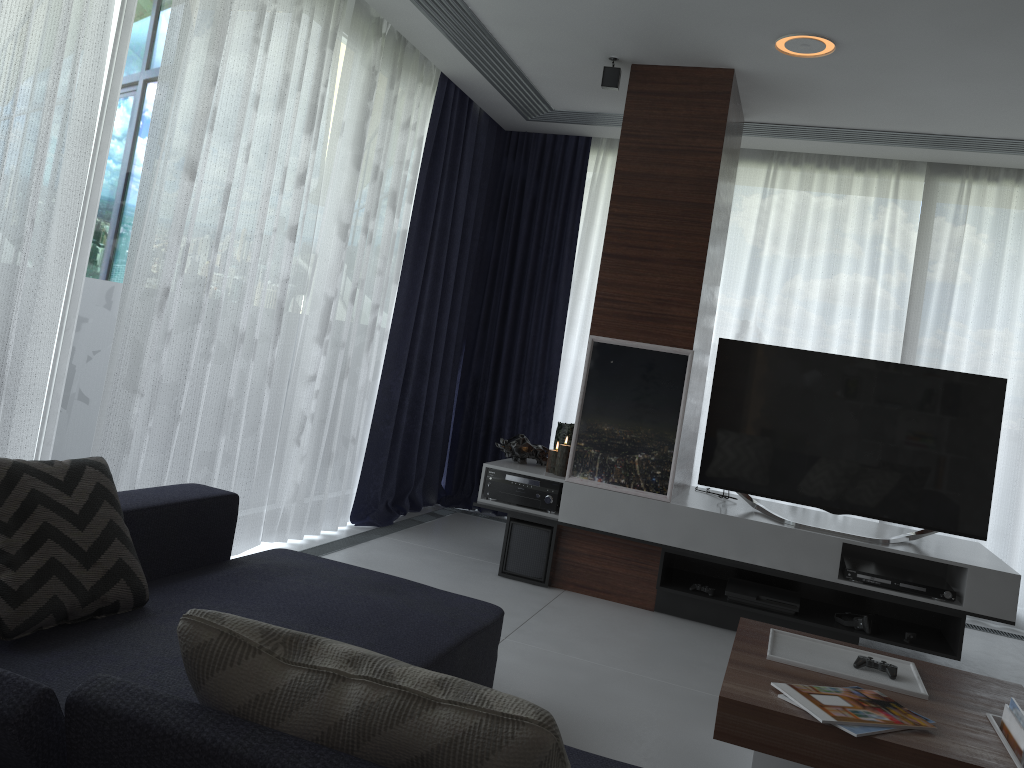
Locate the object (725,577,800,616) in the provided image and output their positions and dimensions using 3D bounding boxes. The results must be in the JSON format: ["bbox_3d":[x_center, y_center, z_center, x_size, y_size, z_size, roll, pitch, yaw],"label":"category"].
[{"bbox_3d":[1.132,0.952,3.987,0.315,0.067,0.312,10,2,18],"label":"object"}]

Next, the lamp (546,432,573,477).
[{"bbox_3d":[0.238,0.343,4.388,0.077,0.212,0.154,10,-2,-24],"label":"lamp"}]

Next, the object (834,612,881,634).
[{"bbox_3d":[1.484,1.010,3.812,0.116,0.079,0.185,9,1,-42],"label":"object"}]

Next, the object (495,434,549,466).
[{"bbox_3d":[0.060,0.338,4.602,0.309,0.151,0.137,9,-1,-24],"label":"object"}]

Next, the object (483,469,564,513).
[{"bbox_3d":[0.095,0.524,4.444,0.371,0.151,0.367,10,1,18],"label":"object"}]

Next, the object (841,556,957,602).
[{"bbox_3d":[1.665,0.845,3.838,0.432,0.053,0.334,10,2,18],"label":"object"}]

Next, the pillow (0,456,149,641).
[{"bbox_3d":[-1.008,0.336,1.956,0.287,0.346,0.412,9,0,23],"label":"pillow"}]

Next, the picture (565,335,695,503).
[{"bbox_3d":[0.548,0.152,4.126,0.502,0.703,0.052,9,-3,19],"label":"picture"}]

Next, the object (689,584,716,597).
[{"bbox_3d":[0.864,0.925,3.986,0.113,0.036,0.070,10,1,31],"label":"object"}]

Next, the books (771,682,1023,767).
[{"bbox_3d":[4.688,1.480,2.238,8.229,0.374,0.404,9,-1,-2],"label":"books"}]

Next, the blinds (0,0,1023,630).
[{"bbox_3d":[1.184,-0.216,2.015,5.825,2.781,7.091,9,1,22],"label":"blinds"}]

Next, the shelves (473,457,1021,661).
[{"bbox_3d":[1.038,0.835,4.320,2.358,0.501,0.868,10,1,18],"label":"shelves"}]

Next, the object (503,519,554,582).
[{"bbox_3d":[0.109,0.796,4.302,0.214,0.252,0.253,9,-1,18],"label":"object"}]

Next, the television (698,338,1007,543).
[{"bbox_3d":[1.510,0.268,4.015,1.235,0.789,0.295,9,-2,19],"label":"television"}]

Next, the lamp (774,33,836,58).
[{"bbox_3d":[4.225,-0.848,1.264,9.594,0.085,5.331,9,2,5],"label":"lamp"}]

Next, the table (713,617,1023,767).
[{"bbox_3d":[0.956,0.963,2.305,0.803,0.353,0.801,9,1,18],"label":"table"}]

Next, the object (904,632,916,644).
[{"bbox_3d":[1.663,1.059,3.687,0.044,0.043,0.043,9,-1,19],"label":"object"}]

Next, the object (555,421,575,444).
[{"bbox_3d":[0.315,0.332,4.864,0.168,0.230,0.168,9,-1,-5],"label":"object"}]

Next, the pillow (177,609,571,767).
[{"bbox_3d":[-0.156,0.493,1.090,0.497,0.389,0.340,9,-1,18],"label":"pillow"}]

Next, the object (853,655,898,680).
[{"bbox_3d":[1.009,0.779,2.444,0.113,0.036,0.070,10,1,31],"label":"object"}]

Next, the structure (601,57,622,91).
[{"bbox_3d":[0.489,-1.511,4.327,0.085,0.143,0.114,9,-1,8],"label":"structure"}]

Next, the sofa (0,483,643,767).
[{"bbox_3d":[0.109,0.718,1.671,2.884,0.610,1.888,10,1,18],"label":"sofa"}]
